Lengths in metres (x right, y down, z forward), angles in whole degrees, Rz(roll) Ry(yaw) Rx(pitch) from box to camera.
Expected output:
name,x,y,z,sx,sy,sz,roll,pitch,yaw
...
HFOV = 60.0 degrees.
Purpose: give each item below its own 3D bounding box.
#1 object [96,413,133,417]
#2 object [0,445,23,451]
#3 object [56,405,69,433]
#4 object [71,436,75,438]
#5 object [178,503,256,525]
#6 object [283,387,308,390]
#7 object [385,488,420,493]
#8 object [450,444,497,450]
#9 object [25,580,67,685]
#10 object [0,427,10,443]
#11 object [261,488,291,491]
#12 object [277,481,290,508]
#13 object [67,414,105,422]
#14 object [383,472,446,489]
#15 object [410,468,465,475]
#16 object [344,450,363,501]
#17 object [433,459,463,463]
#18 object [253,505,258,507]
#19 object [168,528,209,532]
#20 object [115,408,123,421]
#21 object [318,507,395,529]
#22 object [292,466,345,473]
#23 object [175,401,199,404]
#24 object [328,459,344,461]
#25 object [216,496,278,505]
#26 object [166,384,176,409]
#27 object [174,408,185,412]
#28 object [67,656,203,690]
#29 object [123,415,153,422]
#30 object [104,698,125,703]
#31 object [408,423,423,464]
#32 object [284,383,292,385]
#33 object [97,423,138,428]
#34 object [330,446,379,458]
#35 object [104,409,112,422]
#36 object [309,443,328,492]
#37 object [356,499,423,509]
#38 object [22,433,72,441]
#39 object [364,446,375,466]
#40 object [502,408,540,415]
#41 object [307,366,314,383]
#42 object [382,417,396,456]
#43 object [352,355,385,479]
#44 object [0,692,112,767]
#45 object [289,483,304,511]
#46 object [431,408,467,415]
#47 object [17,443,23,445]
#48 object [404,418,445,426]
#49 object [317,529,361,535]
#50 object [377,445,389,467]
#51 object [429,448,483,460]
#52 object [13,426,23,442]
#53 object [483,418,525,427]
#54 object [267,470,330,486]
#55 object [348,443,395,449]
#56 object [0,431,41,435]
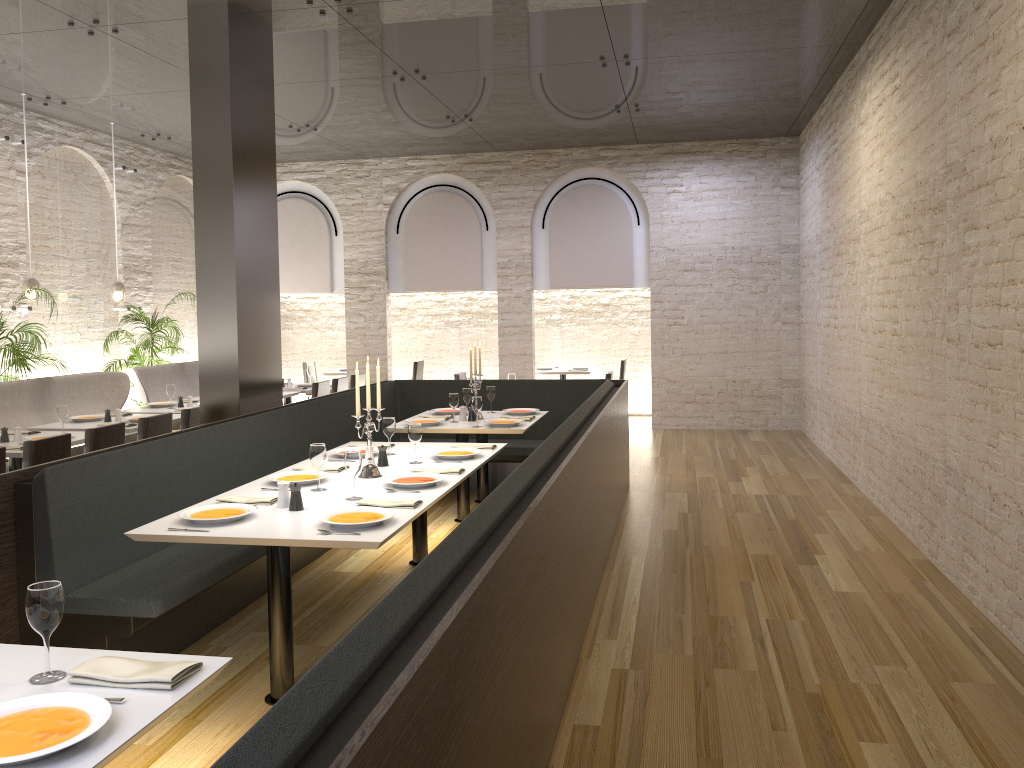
name,x,y,z,sx,sy,sz,roll,pitch,yaw
object,-3.578,0.278,7.972,0.273,0.033,0.143,0,5,11
object,-3.418,0.434,6.035,0.273,0.033,0.143,0,5,11
object,-3.371,0.276,6.653,0.086,0.230,0.086,-3,3,-37
object,-3.321,0.392,6.563,0.185,0.010,0.017,0,4,11
object,-1.274,0.568,3.840,0.321,0.036,0.322,0,5,9
object,-2.573,0.054,10.484,0.273,0.033,0.143,0,5,11
object,-0.537,0.522,4.339,0.181,0.015,0.038,0,4,12
object,-0.246,0.405,5.706,0.273,0.033,0.143,0,5,11
object,-1.137,0.604,2.162,0.086,0.230,0.087,0,3,23
object,-3.651,0.363,6.376,0.059,0.109,0.059,-1,3,2
object,-1.169,0.528,4.437,0.185,0.010,0.017,0,4,11
object,-1.044,0.505,4.053,0.069,0.126,0.069,1,3,34
object,-3.659,0.299,7.639,0.322,0.036,0.322,-2,5,-11
object,-0.497,0.498,4.531,0.321,0.036,0.322,2,5,30
object,-0.407,0.476,4.863,0.273,0.033,0.143,0,5,11
object,-0.751,0.431,4.196,0.086,0.230,0.086,-3,3,-37
object,-0.377,0.450,5.183,0.181,0.015,0.038,0,4,12
object,-1.242,0.558,4.052,0.181,0.015,0.038,0,4,12
object,-1.323,0.597,3.629,0.185,0.010,0.017,0,4,11
object,-3.355,0.261,7.557,0.059,0.109,0.059,-1,3,2
object,-0.651,0.567,3.719,0.321,0.036,0.322,-2,5,-13
object,-1.083,0.478,4.991,0.273,0.033,0.143,0,5,11
object,-3.369,0.184,9.070,0.273,0.033,0.143,0,5,11
object,-1.009,0.456,5.281,0.185,0.010,0.017,0,4,11
object,-1.236,0.547,4.183,0.273,0.033,0.143,0,5,11
object,-3.276,0.122,8.520,0.086,0.230,0.086,1,3,41
object,-2.992,0.242,8.282,0.273,0.033,0.143,0,5,11
object,-0.918,0.700,2.167,0.273,0.033,0.143,0,5,11
object,-3.132,0.299,7.537,0.322,0.036,0.322,-2,5,-11
object,-0.974,0.721,2.034,0.185,0.010,0.017,0,4,11
object,-0.565,0.348,5.176,0.086,0.230,0.087,0,3,23
object,-2.951,-0.003,11.272,0.273,0.033,0.143,0,5,11
object,-3.200,0.336,7.184,0.273,0.033,0.143,0,5,11
object,-0.961,0.428,5.486,0.321,0.036,0.322,0,5,6
object,-3.433,0.265,7.526,0.059,0.109,0.059,-1,3,2
object,-0.968,0.416,4.426,0.086,0.230,0.087,-1,3,11
object,-0.560,0.545,4.054,0.273,0.033,0.143,0,5,11
object,-3.350,0.396,6.387,0.322,0.036,0.322,-2,5,-11
object,-0.824,0.414,5.117,0.069,0.126,0.069,-1,3,5
object,0.078,0.240,7.561,0.322,0.036,0.322,-4,5,-31
object,-2.527,-0.103,11.101,0.086,0.230,0.086,1,3,41
object,-0.763,0.324,5.506,0.086,0.230,0.087,0,3,23
object,-0.769,0.171,4.763,0.131,0.655,0.391,0,3,22
object,-1.007,0.727,1.844,0.321,0.036,0.322,2,5,30
object,-0.973,0.509,3.989,0.069,0.126,0.069,2,4,42
object,-0.544,0.241,7.682,0.321,0.036,0.322,0,5,6
object,-3.389,0.420,6.209,0.181,0.015,0.038,0,4,12
object,-0.684,0.304,6.949,0.321,0.036,0.322,-2,5,-13
object,-0.690,0.591,3.531,0.181,0.015,0.038,0,4,12
object,-0.743,0.414,5.099,0.069,0.126,0.069,-1,3,5
object,-0.338,0.427,5.366,0.321,0.036,0.322,0,5,6
object,-3.574,0.359,6.408,0.059,0.109,0.059,-1,3,2
object,-0.061,0.302,6.829,0.321,0.036,0.322,-2,5,-13
object,-1.120,0.499,4.651,0.321,0.036,0.322,2,5,30
object,-0.922,0.406,5.835,0.273,0.033,0.143,0,5,11
object,-3.796,0.376,6.822,0.273,0.033,0.143,0,5,11
